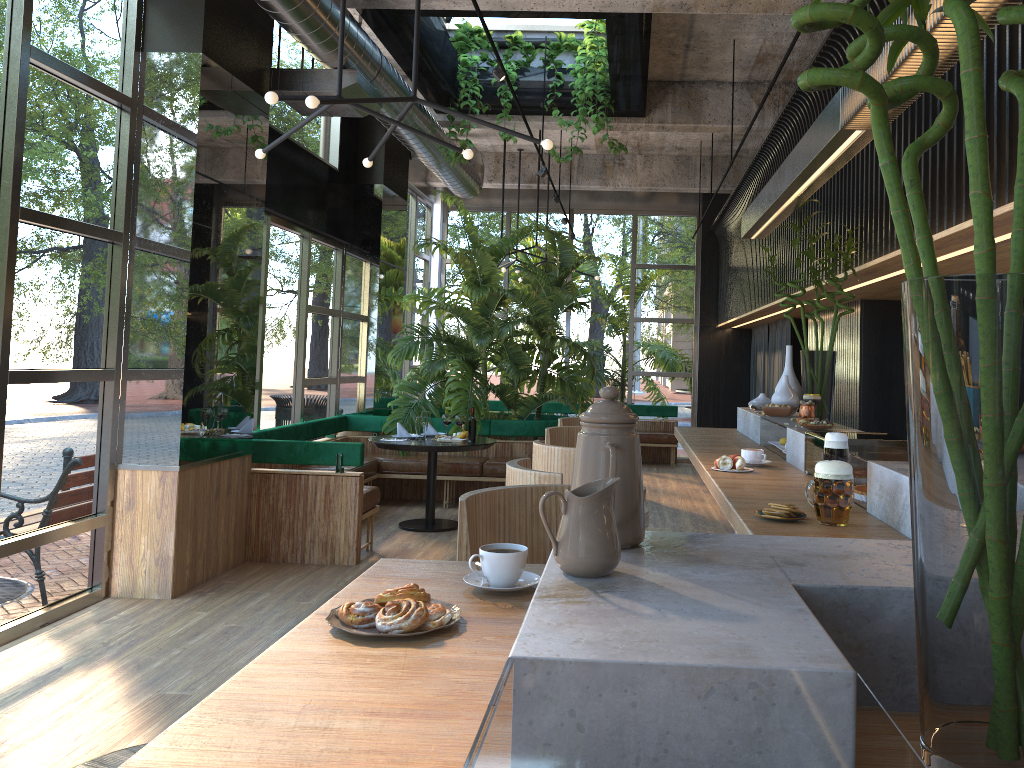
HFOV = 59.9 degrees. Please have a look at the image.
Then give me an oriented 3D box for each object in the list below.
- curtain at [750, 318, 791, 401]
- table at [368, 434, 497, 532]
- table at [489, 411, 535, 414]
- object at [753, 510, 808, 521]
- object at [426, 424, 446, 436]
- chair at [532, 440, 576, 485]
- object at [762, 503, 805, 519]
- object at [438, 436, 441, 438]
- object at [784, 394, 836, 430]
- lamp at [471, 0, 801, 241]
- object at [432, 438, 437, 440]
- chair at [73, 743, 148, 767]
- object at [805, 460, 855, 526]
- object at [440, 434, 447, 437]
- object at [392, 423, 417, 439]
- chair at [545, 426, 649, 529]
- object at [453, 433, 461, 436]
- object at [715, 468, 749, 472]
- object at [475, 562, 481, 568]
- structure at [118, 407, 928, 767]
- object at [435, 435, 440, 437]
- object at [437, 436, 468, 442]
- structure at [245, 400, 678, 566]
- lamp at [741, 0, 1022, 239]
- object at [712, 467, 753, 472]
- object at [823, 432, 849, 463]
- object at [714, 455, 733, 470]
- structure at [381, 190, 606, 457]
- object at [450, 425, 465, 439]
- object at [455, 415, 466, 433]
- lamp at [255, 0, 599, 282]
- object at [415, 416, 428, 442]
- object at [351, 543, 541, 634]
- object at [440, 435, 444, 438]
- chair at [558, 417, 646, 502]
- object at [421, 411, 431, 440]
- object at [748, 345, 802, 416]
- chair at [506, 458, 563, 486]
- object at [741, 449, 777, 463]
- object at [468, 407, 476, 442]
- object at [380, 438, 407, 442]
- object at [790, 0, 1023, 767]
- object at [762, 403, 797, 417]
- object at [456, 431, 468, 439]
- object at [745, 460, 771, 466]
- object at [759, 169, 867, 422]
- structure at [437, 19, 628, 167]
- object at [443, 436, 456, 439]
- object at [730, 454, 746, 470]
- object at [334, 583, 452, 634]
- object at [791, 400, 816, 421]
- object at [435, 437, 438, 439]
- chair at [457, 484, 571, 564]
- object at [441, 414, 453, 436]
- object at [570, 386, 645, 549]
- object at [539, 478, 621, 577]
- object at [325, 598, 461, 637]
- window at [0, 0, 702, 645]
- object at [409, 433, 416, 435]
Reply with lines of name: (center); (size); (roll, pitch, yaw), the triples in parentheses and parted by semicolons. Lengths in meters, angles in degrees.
curtain: (3.270, 0.214, 11.381); (0.121, 2.062, 3.290); (2, 0, 7)
table: (-0.700, 0.859, 7.719); (1.141, 0.752, 1.057); (2, 0, -26)
table: (-0.182, 0.764, 11.659); (1.127, 0.752, 1.071); (2, 0, -15)
object: (0.746, 0.367, 2.466); (0.155, 0.013, 0.144); (1, 2, -24)
object: (-0.721, 0.408, 8.108); (0.237, 0.139, 0.228); (2, 0, -11)
chair: (0.348, 0.742, 3.827); (0.526, 0.972, 0.567); (1, -2, 29)
object: (0.749, 0.352, 2.468); (0.092, 0.041, 0.148); (2, 1, 39)
object: (-0.630, 0.470, 7.732); (0.032, 0.031, 0.040); (1, 0, 30)
object: (1.391, 0.125, 4.204); (0.207, 0.135, 0.814); (2, 1, 13)
lamp: (0.339, -2.432, 8.019); (3.774, 1.533, 10.062); (2, 1, 4)
object: (-0.672, 0.479, 7.693); (0.062, 0.013, 0.148); (2, 2, 1)
chair: (-0.629, 1.059, 1.549); (0.515, 0.698, 0.513); (2, -1, 1)
object: (0.872, 0.293, 2.420); (0.111, 0.172, 0.137); (2, -1, -1)
object: (-0.614, 0.467, 7.887); (0.096, 0.028, 0.130); (2, 1, 20)
object: (-0.935, 0.410, 7.791); (0.237, 0.139, 0.228); (2, 0, -11)
chair: (0.430, 0.723, 4.577); (0.564, 0.972, 0.529); (3, -2, -20)
object: (-0.448, 0.449, 7.838); (0.193, 0.038, 0.064); (3, 1, 39)
object: (0.887, 0.342, 3.577); (0.117, 0.005, 0.126); (3, 2, 44)
object: (-0.052, 0.357, 1.730); (0.030, 0.027, 0.132); (2, 1, -16)
structure: (2.708, 0.621, 2.327); (5.814, 1.733, 7.159); (2, 1, 5)
object: (-0.663, 0.467, 7.916); (0.024, 0.025, 0.047); (1, 0, 24)
object: (-0.480, 0.480, 7.740); (0.234, 0.019, 0.360); (2, 2, 16)
structure: (0.438, 0.619, 3.305); (5.996, 1.551, 20.212); (2, 2, 7)
lamp: (2.435, -1.913, 2.629); (4.986, 2.136, 6.727); (2, 1, 0)
object: (0.888, 0.344, 3.581); (0.163, 0.005, 0.171); (2, 2, 17)
object: (0.962, 0.259, 2.638); (0.071, 0.233, 0.078); (0, -3, 38)
object: (0.851, 0.314, 3.573); (0.061, 0.059, 0.073); (2, 0, -4)
structure: (-0.186, -0.478, 10.120); (2.472, 3.445, 2.620); (2, -1, -10)
object: (-0.470, 0.411, 7.648); (0.142, 0.124, 0.098); (2, -1, -14)
object: (-0.466, 0.383, 7.975); (0.103, 0.201, 0.101); (2, -2, -6)
lamp: (0.768, -2.138, 3.682); (5.057, 1.826, 18.995); (2, 2, 7)
object: (-0.766, 0.383, 7.517); (0.100, 0.210, 0.110); (0, -3, 40)
object: (-0.124, 0.338, 1.535); (0.174, 0.073, 0.434); (2, 2, 41)
object: (-0.617, 0.467, 7.823); (0.032, 0.032, 0.037); (2, 0, 3)
chair: (0.537, 0.704, 5.385); (0.535, 0.972, 0.557); (1, -2, 15)
object: (-0.751, 0.360, 7.686); (0.094, 0.245, 0.090); (2, -3, -12)
object: (1.551, -0.024, 5.074); (0.330, 0.398, 0.305); (3, -2, -36)
chair: (0.238, 0.762, 3.014); (0.571, 0.972, 0.522); (3, -2, -35)
object: (1.041, 0.308, 3.766); (0.135, 0.064, 0.108); (1, 0, -16)
object: (-0.340, 0.348, 7.604); (0.066, 0.300, 0.070); (1, -3, 21)
object: (-0.982, 0.471, 7.532); (0.254, 0.019, 0.158); (2, 2, 4)
object: (0.559, -0.366, 1.005); (0.664, 1.553, 0.591); (1, -3, 10)
object: (1.447, 0.140, 4.827); (0.188, 0.073, 0.233); (2, 1, 25)
object: (-0.432, 0.439, 7.735); (0.098, 0.064, 0.163); (2, 1, -23)
object: (1.019, 0.336, 3.767); (0.160, 0.020, 0.160); (2, 2, 2)
object: (1.729, -0.446, 5.072); (0.642, 1.553, 0.611); (0, -3, 44)
structure: (0.346, -2.853, 8.773); (2.081, 1.520, 1.470); (2, -1, 34)
object: (-0.536, 0.462, 7.740); (0.101, 0.013, 0.224); (2, 2, 11)
object: (0.905, 0.315, 3.586); (0.072, 0.060, 0.126); (2, 1, -25)
object: (-0.181, 0.350, 1.394); (0.160, 0.053, 0.155); (1, 1, -40)
object: (1.459, 0.134, 4.456); (0.160, 0.107, 0.086); (2, -1, -39)
object: (-0.662, 0.473, 7.796); (0.032, 0.019, 0.038); (2, 1, 18)
chair: (0.124, 0.780, 2.246); (0.571, 0.972, 0.521); (3, -3, -38)
object: (-0.590, 0.378, 8.023); (0.103, 0.201, 0.101); (2, -2, -6)
object: (0.140, 0.120, 1.343); (0.122, 0.235, 0.206); (3, -1, -26)
object: (0.092, 0.181, 1.142); (0.098, 0.119, 0.088); (2, -2, 14)
object: (-0.185, 0.369, 1.400); (0.196, 0.013, 0.215); (3, 2, 41)
window: (-0.584, -1.894, 3.477); (4.116, 6.504, 20.460); (2, 1, 8)
object: (-0.904, 0.459, 8.037); (0.164, 0.019, 0.244); (1, 2, -34)
